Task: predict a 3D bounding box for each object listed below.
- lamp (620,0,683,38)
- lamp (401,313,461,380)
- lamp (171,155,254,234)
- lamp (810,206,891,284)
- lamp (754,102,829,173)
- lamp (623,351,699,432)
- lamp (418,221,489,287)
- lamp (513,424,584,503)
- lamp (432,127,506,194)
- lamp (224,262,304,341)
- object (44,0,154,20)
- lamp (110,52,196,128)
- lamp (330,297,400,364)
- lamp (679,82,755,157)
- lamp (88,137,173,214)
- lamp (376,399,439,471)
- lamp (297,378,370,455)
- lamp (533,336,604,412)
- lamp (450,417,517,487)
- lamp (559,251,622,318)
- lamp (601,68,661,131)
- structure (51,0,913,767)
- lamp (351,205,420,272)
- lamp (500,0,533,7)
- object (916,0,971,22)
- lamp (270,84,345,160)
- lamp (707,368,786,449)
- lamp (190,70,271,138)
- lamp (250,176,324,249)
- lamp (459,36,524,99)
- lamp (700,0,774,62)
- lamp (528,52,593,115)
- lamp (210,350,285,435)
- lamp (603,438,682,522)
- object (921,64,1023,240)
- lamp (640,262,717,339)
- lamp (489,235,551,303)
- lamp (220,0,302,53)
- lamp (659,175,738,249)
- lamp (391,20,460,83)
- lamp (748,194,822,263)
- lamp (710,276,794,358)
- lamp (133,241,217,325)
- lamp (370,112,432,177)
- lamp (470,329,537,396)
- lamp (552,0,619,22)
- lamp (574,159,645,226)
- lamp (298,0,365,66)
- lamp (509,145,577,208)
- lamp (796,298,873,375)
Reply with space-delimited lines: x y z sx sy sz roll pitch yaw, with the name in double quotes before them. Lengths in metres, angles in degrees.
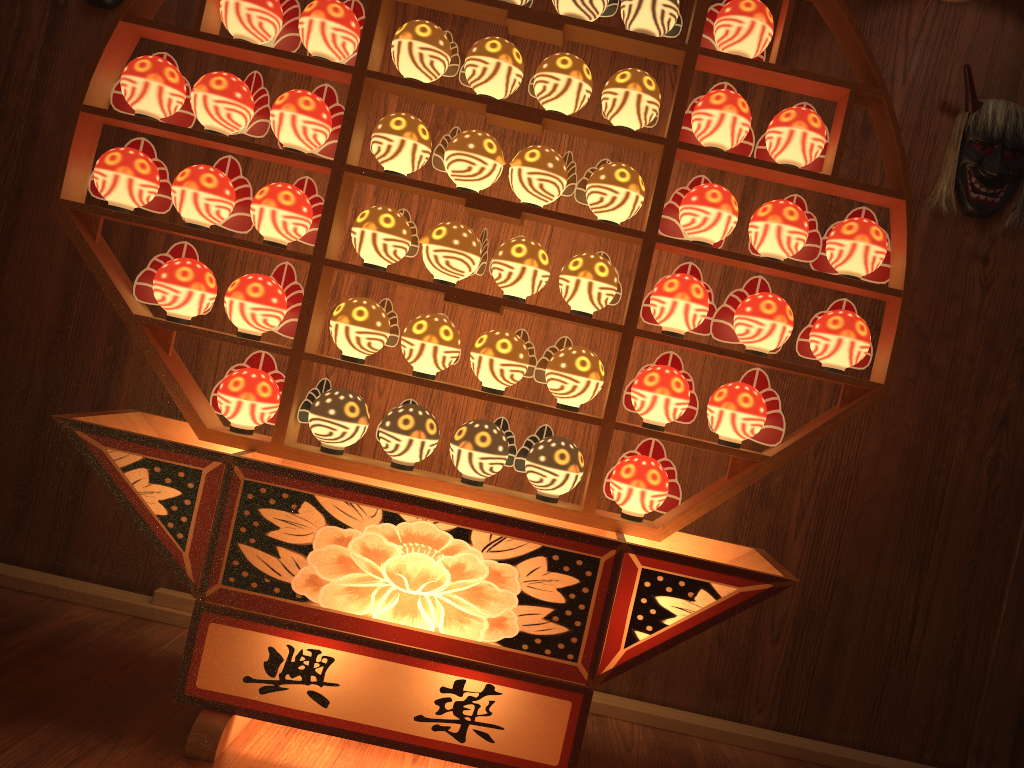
"lamp" 0.322 -0.887 2.068 0.137 0.173 0.160 13 1 16
"lamp" -0.192 -0.093 2.070 0.139 0.161 0.157 13 1 2
"lamp" -0.720 -0.457 2.060 0.198 0.200 0.159 13 1 11
"lamp" 0.814 -0.339 2.080 0.197 0.200 0.160 13 1 16
"lamp" 0.669 -0.595 2.076 0.186 0.195 0.160 13 1 16
"lamp" 0.352 0.012 2.078 0.184 0.194 0.159 13 1 11
"lamp" -0.151 -0.310 2.077 0.161 0.161 0.136 12 1 -24
"lamp" 0.105 0.192 2.082 0.144 0.173 0.152 12 1 -34
"lamp" -0.083 -0.520 2.073 0.152 0.161 0.143 13 1 31
"lamp" -0.600 -0.204 2.063 0.195 0.200 0.161 13 1 26
"object" -1.185 -1.278 2.568 0.364 0.453 0.138 13 1 0
"lamp" -0.832 -0.701 2.057 0.193 0.187 0.154 12 1 -19
"lamp" -0.362 -0.134 2.071 0.135 0.167 0.161 13 1 31
"lamp" 0.495 -0.636 2.072 0.200 0.200 0.157 13 1 1
"lamp" -0.895 -0.494 2.058 0.192 0.195 0.154 12 1 -14
"lamp" -0.240 0.121 2.074 0.142 0.161 0.153 12 1 -19
"lamp" -0.399 0.082 2.076 0.152 0.167 0.143 13 1 31
"lamp" 0.153 -0.022 2.077 0.144 0.173 0.152 12 1 -34
"lamp" -0.081 0.153 2.078 0.135 0.167 0.161 13 1 31
"lamp" 0.178 -0.242 2.074 0.137 0.173 0.160 13 1 16
"lamp" 0.279 -0.671 2.069 0.139 0.173 0.158 13 1 6
"structure" -0.080 -0.224 2.074 1.962 2.195 0.490 13 1 -1
"lamp" -0.309 -0.348 2.067 0.136 0.167 0.160 13 1 22
"lamp" -0.002 -0.954 2.063 0.141 0.161 0.155 13 1 -9
"object" 0.952 -0.956 1.834 0.229 0.318 0.365 13 1 -3
"lamp" -0.493 -0.632 2.061 0.197 0.200 0.160 13 1 16
"lamp" 0.529 0.049 2.082 0.194 0.200 0.162 13 1 36
"lamp" -0.679 -0.669 2.061 0.176 0.191 0.162 13 1 31
"lamp" -0.539 -0.413 2.063 0.179 0.192 0.160 13 1 16
"lamp" -0.040 -0.736 2.066 0.142 0.161 0.153 12 1 -19
"lamp" 0.550 -0.849 2.071 0.204 0.200 0.154 12 1 -14
"lamp" 0.122 -0.703 2.068 0.142 0.167 0.153 12 1 -19
"lamp" -0.614 0.018 2.070 0.197 0.197 0.155 12 1 -9
"lamp" 0.302 0.224 2.084 0.191 0.197 0.160 13 1 16
"object" 1.435 -0.662 2.607 0.364 0.453 0.138 13 1 0
"lamp" 0.396 -0.204 2.076 0.187 0.195 0.159 13 1 11
"lamp" 0.023 -0.274 2.071 0.141 0.167 0.154 12 1 -14
"lamp" -0.609 -0.884 2.060 0.195 0.200 0.161 13 1 26
"lamp" 0.468 -0.410 2.076 0.193 0.187 0.154 12 1 -19
"lamp" -0.217 -0.779 2.066 0.135 0.167 0.161 13 1 31
"lamp" 0.628 -0.376 2.080 0.176 0.191 0.162 13 1 31
"lamp" 0.599 -0.161 2.080 0.204 0.200 0.154 12 1 -14
"lamp" -0.759 -0.237 2.068 0.192 0.194 0.152 12 1 -39
"lamp" -0.256 -0.562 2.062 0.142 0.167 0.153 12 1 -19
"lamp" -0.033 -0.061 2.076 0.135 0.167 0.161 13 1 31
"lamp" 0.155 -0.922 2.071 0.134 0.167 0.162 13 1 41
"lamp" 0.247 -0.452 2.075 0.144 0.173 0.152 12 1 -29
"lamp" -0.426 -0.840 2.060 0.186 0.195 0.160 13 1 16
"lamp" 0.054 -0.493 2.081 0.162 0.167 0.135 12 1 -34
"lamp" 0.776 -0.118 2.082 0.180 0.192 0.159 13 1 11
